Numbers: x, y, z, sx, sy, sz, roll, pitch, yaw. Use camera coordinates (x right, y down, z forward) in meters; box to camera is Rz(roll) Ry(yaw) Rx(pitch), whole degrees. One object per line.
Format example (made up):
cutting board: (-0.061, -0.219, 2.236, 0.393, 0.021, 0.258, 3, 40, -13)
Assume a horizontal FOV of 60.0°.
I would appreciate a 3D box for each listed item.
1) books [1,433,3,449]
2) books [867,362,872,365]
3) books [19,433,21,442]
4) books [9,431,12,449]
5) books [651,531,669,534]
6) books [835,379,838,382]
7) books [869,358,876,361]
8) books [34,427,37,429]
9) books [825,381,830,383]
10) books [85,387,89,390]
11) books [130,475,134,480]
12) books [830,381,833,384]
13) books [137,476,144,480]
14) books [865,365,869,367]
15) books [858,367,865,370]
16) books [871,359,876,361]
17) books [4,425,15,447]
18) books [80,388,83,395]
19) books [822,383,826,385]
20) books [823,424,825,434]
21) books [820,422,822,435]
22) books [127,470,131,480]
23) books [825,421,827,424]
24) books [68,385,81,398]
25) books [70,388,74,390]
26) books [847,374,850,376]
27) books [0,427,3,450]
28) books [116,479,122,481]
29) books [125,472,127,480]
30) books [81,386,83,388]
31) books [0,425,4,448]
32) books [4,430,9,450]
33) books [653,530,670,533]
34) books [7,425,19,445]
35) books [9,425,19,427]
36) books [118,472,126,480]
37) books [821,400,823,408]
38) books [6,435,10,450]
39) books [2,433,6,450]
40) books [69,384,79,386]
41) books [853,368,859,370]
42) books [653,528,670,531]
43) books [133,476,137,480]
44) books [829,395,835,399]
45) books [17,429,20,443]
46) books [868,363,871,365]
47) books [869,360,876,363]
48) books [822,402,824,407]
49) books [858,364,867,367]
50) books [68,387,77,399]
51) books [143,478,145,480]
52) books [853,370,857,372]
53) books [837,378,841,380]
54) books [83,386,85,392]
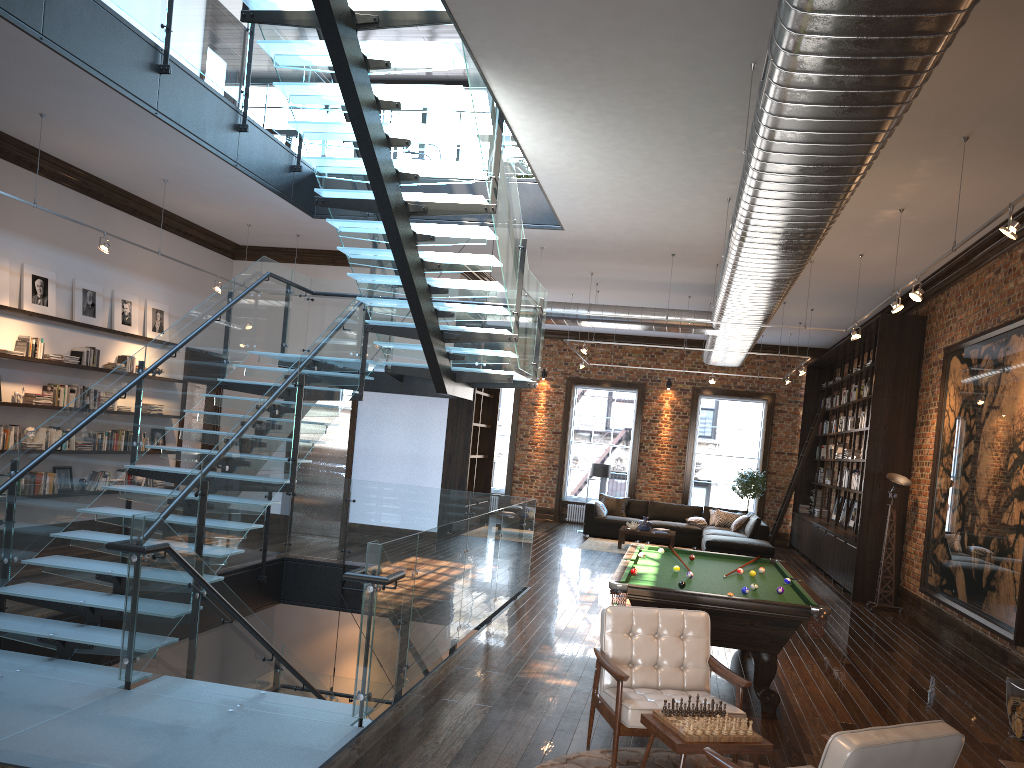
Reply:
books: (-5.459, 0.591, 9.394, 0.131, 0.195, 0.021, 5, 1, 11)
books: (5.999, -0.331, 14.652, 0.216, 0.020, 0.235, 5, -4, 8)
books: (-5.409, 0.618, 9.660, 0.120, 0.185, 0.034, 5, 1, 11)
books: (-5.432, 0.600, 9.510, 0.127, 0.197, 0.031, 5, 1, 11)
books: (2.685, 2.702, 16.112, 0.262, 0.024, 0.205, 6, -4, -12)
books: (6.621, -0.066, 17.870, 0.205, 0.024, 0.249, 4, -4, 15)
books: (6.020, -0.397, 14.647, 0.188, 0.017, 0.276, 4, -4, 13)
books: (-5.327, 0.613, 9.994, 0.140, 0.252, 0.012, 5, 1, 11)
books: (6.884, -0.033, 19.184, 0.188, 0.008, 0.345, 4, -4, 16)
books: (-5.155, 0.167, 10.701, 0.115, 0.252, 0.022, 5, 1, 11)
books: (-5.058, 1.272, 11.627, 0.176, 0.203, 0.034, 5, 1, 11)
books: (6.682, -0.018, 18.258, 0.229, 0.034, 0.274, 4, -4, 15)
books: (-5.015, 1.293, 11.849, 0.167, 0.202, 0.095, 5, 0, 11)
books: (5.992, -0.293, 14.653, 0.227, 0.015, 0.276, 5, -4, 9)
books: (6.138, -0.258, 15.355, 0.193, 0.030, 0.313, 5, -4, 6)
books: (6.019, -0.381, 14.648, 0.167, 0.015, 0.370, 4, -4, 16)
books: (-5.428, 0.574, 9.539, 0.130, 0.253, 0.027, 5, 1, 11)
books: (-5.176, 0.163, 10.522, 0.163, 0.235, 0.025, 5, 1, 11)
books: (6.863, 0.016, 19.188, 0.230, 0.015, 0.313, 5, -4, 7)
books: (6.710, 0.973, 18.821, 0.191, 0.249, 0.013, 5, 1, 11)
books: (6.797, 0.985, 19.254, 0.176, 0.296, 0.041, 5, 1, 11)
books: (-5.069, 1.247, 11.606, 0.164, 0.247, 0.011, 5, 1, 11)
books: (6.678, 0.931, 18.642, 0.188, 0.304, 0.014, 5, 1, 11)
books: (-5.188, 0.145, 10.484, 0.158, 0.263, 0.026, 5, 1, 11)
books: (-5.214, 0.158, 10.416, 0.142, 0.225, 0.012, 5, 1, 11)
books: (6.353, -0.168, 16.460, 0.191, 0.013, 0.316, 5, -4, 7)
books: (-5.447, 0.566, 9.362, 0.138, 0.243, 0.015, 5, 1, 11)
books: (-5.118, 1.229, 11.365, 0.140, 0.011, 0.289, 4, -4, 16)
books: (-5.086, 1.249, 11.529, 0.162, 0.230, 0.011, 5, 1, 11)
books: (-5.185, 0.151, 10.551, 0.133, 0.261, 0.029, 5, 1, 11)
books: (-5.457, 0.561, 9.412, 0.127, 0.259, 0.015, 5, 1, 11)
books: (-5.440, 0.589, 9.447, 0.150, 0.210, 0.035, 5, 1, 11)
books: (2.768, 2.730, 16.449, 0.263, 0.024, 0.205, 9, -5, -44)
books: (-5.416, 0.580, 9.602, 0.140, 0.252, 0.012, 5, 1, 11)
books: (-5.420, 0.576, 9.638, 0.119, 0.263, 0.011, 5, 1, 11)
books: (-5.091, 1.251, 11.518, 0.142, 0.225, 0.012, 5, 1, 11)
books: (6.842, 0.495, 19.320, 0.186, 0.275, 0.015, 5, 1, 11)
books: (-5.439, 0.615, 9.481, 0.134, 0.162, 0.030, 5, 1, 11)
books: (-5.445, 0.602, 9.424, 0.142, 0.180, 0.013, 5, 1, 11)
books: (-5.200, 0.139, 10.506, 0.118, 0.277, 0.014, 5, 1, 11)
books: (6.275, -0.258, 16.072, 0.215, 0.015, 0.320, 5, -4, 8)
books: (2.771, 2.704, 16.441, 0.204, 0.028, 0.263, 2, -5, 43)
books: (-5.041, 1.296, 11.729, 0.161, 0.170, 0.027, 5, 1, 11)
books: (6.703, 0.399, 18.501, 0.167, 0.338, 0.016, 5, 1, 11)
books: (-5.409, 0.594, 9.619, 0.118, 0.227, 0.024, 5, 1, 11)
books: (6.001, -0.317, 14.652, 0.206, 0.009, 0.334, 4, -4, 14)
books: (6.019, -0.356, 14.648, 0.169, 0.034, 0.286, 5, -4, 6)
books: (6.828, 0.517, 19.240, 0.188, 0.219, 0.016, 5, 1, 11)
books: (6.141, -0.312, 15.354, 0.205, 0.017, 0.360, 5, -4, 8)
books: (-5.201, 0.154, 10.432, 0.150, 0.236, 0.026, 5, 1, 11)
books: (-5.017, 1.308, 11.927, 0.149, 0.181, 0.091, 5, 0, 11)
books: (6.289, -0.217, 16.070, 0.186, 0.011, 0.381, 5, -4, 12)
books: (6.502, -0.093, 17.341, 0.232, 0.006, 0.289, 5, -4, 7)
books: (-5.174, 0.151, 10.569, 0.158, 0.265, 0.011, 5, 1, 11)
